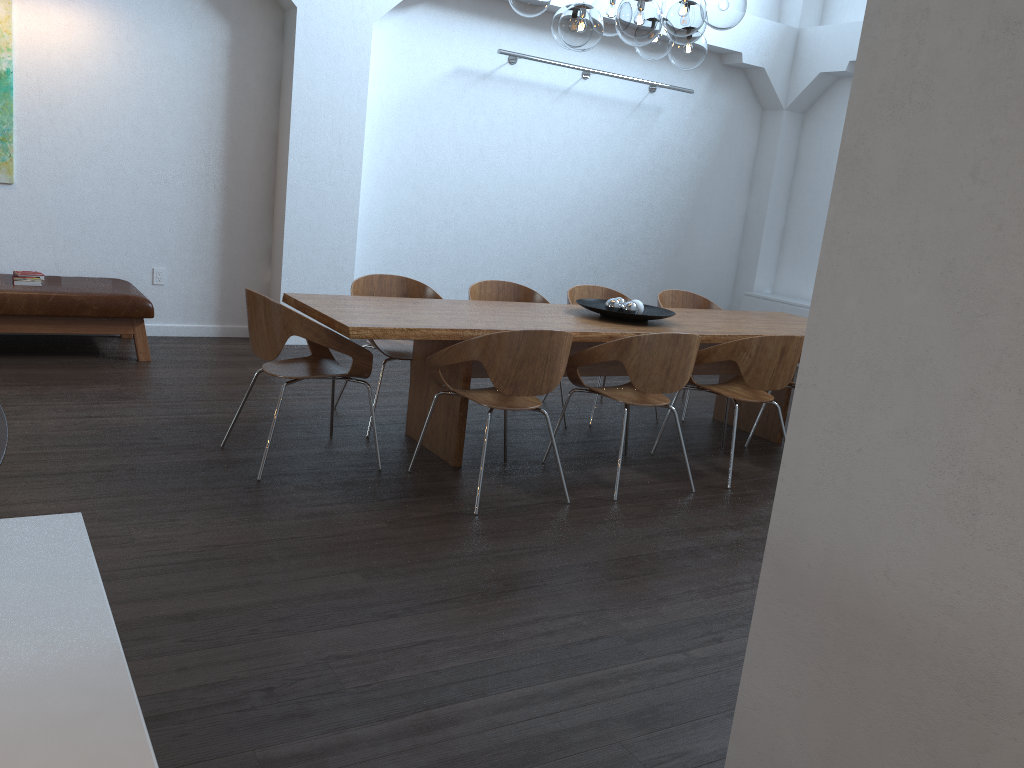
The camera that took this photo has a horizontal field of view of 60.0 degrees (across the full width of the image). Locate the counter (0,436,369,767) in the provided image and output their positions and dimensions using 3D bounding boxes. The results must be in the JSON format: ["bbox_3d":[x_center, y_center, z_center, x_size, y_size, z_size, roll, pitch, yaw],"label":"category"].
[{"bbox_3d":[-1.518,0.512,1.479,3.039,0.860,8.182,13,14,28],"label":"counter"}]

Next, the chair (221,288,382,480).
[{"bbox_3d":[-1.011,-0.038,4.322,0.618,0.833,0.629,-3,15,-36],"label":"chair"}]

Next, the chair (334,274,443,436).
[{"bbox_3d":[-0.662,-0.191,5.197,0.629,0.830,0.617,-1,14,-32],"label":"chair"}]

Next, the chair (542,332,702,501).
[{"bbox_3d":[0.612,0.088,4.609,0.629,0.833,0.618,-1,14,-32],"label":"chair"}]

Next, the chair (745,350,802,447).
[{"bbox_3d":[1.917,0.064,5.410,0.629,0.833,0.618,-1,14,-32],"label":"chair"}]

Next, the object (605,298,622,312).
[{"bbox_3d":[0.598,-0.457,5.233,0.100,0.100,0.100,9,13,12],"label":"object"}]

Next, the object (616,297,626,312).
[{"bbox_3d":[0.640,-0.472,5.324,0.100,0.100,0.100,9,13,12],"label":"object"}]

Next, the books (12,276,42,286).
[{"bbox_3d":[-3.199,-0.680,5.850,0.161,0.032,0.224,-1,14,-32],"label":"books"}]

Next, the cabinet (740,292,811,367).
[{"bbox_3d":[4.090,-0.030,7.473,0.478,0.626,5.580,-1,14,-32],"label":"cabinet"}]

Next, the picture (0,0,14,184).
[{"bbox_3d":[-3.855,-1.962,5.740,1.095,1.200,0.010,-1,14,-32],"label":"picture"}]

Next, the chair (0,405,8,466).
[{"bbox_3d":[-1.152,0.468,1.497,0.530,1.014,0.481,0,14,-30],"label":"chair"}]

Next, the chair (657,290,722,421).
[{"bbox_3d":[1.309,-0.225,6.406,0.629,0.833,0.618,-1,14,-32],"label":"chair"}]

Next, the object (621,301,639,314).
[{"bbox_3d":[0.694,-0.437,5.217,0.100,0.100,0.100,9,13,12],"label":"object"}]

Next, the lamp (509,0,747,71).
[{"bbox_3d":[0.678,-2.789,4.563,1.787,2.140,0.849,-1,15,-33],"label":"lamp"}]

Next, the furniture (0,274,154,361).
[{"bbox_3d":[-3.418,-0.465,5.889,1.819,0.453,0.907,-1,14,-32],"label":"furniture"}]

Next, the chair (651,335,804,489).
[{"bbox_3d":[1.263,0.076,5.008,0.629,0.833,0.618,-1,14,-32],"label":"chair"}]

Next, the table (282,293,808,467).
[{"bbox_3d":[0.625,-0.028,5.338,3.803,0.750,1.012,-1,14,-31],"label":"table"}]

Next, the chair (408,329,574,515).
[{"bbox_3d":[-0.063,0.095,4.216,0.629,0.833,0.618,-2,15,-33],"label":"chair"}]

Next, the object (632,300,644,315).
[{"bbox_3d":[0.739,-0.455,5.308,0.100,0.100,0.100,9,13,12],"label":"object"}]

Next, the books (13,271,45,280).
[{"bbox_3d":[-3.321,-0.747,6.097,0.161,0.036,0.224,-3,15,-37],"label":"books"}]

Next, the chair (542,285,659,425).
[{"bbox_3d":[0.637,-0.216,6.009,0.629,0.833,0.618,-1,14,-32],"label":"chair"}]

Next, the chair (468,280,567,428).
[{"bbox_3d":[-0.004,-0.200,5.593,0.629,0.833,0.618,-1,14,-30],"label":"chair"}]

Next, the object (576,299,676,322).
[{"bbox_3d":[0.667,-0.424,5.248,0.592,0.066,0.592,10,13,15],"label":"object"}]
